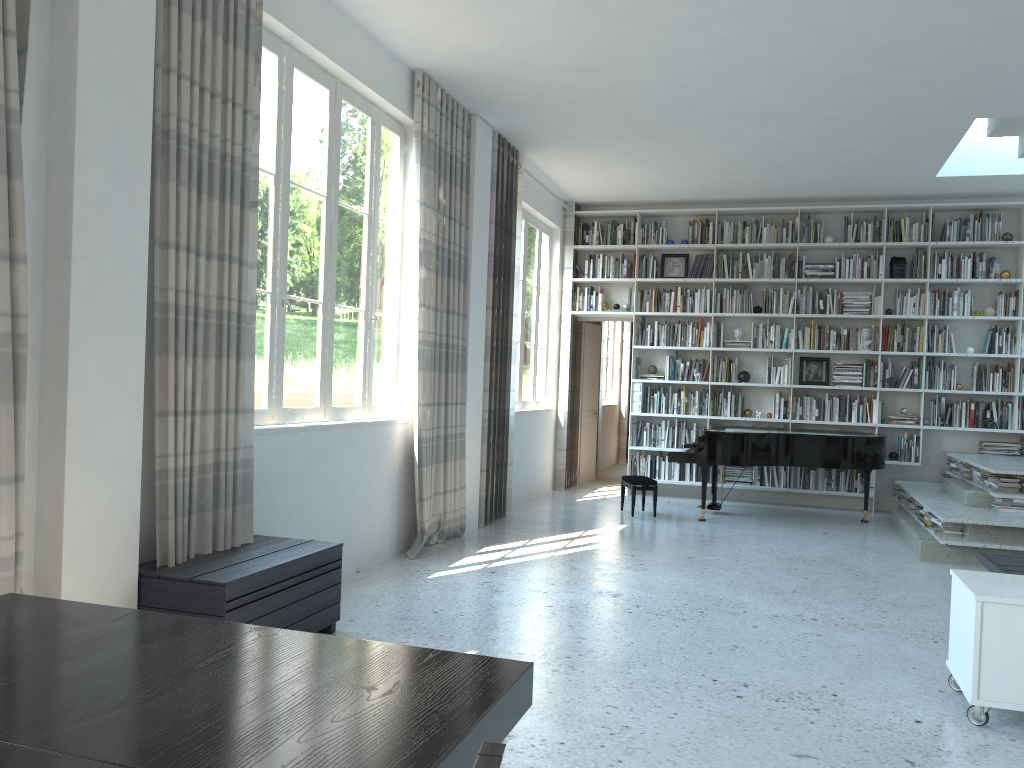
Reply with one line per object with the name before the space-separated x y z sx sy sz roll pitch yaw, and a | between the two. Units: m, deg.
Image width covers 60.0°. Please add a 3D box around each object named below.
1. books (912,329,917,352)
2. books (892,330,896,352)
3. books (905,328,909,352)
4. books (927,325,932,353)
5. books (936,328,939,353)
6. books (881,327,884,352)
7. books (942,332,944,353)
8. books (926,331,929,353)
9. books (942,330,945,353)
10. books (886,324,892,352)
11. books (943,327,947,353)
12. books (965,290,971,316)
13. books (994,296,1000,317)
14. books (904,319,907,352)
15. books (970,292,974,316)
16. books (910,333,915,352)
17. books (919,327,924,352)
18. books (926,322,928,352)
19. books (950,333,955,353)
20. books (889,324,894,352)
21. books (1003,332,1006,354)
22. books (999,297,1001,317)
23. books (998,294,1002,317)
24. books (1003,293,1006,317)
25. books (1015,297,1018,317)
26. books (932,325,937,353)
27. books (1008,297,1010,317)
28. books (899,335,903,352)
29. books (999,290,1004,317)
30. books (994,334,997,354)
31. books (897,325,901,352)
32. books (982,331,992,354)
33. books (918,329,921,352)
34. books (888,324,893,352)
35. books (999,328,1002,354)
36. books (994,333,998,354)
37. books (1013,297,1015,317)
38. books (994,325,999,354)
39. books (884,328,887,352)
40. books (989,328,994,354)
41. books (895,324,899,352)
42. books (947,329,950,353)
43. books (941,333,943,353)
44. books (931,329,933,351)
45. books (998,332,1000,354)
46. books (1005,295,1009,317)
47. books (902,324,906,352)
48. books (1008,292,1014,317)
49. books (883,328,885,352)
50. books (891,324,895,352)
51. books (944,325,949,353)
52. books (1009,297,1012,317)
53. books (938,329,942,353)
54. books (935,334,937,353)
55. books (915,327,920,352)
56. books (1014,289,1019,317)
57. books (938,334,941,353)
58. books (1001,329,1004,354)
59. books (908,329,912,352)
books | 4.112 -0.434 9.075 0.028 0.239 0.145 2 1 17
books | 3.932 -0.437 9.122 0.015 0.232 0.180 2 1 17
books | 4.042 -0.443 9.093 0.033 0.253 0.174 2 1 17
books | 4.241 -0.454 9.022 0.035 0.288 0.191 2 1 17
books | 4.313 -0.435 9.014 0.013 0.256 0.144 2 1 17
books | 3.823 -0.454 9.171 0.015 0.255 0.150 2 1 17
books | 4.355 -0.411 8.988 0.007 0.212 0.158 2 1 17
books | 4.222 -0.421 9.038 0.015 0.220 0.155 2 1 17
books | 4.371 -0.426 8.996 0.017 0.243 0.132 2 1 17
books | 3.878 -0.470 9.137 0.035 0.293 0.145 2 1 17
books | 4.379 -0.439 8.984 0.006 0.270 0.178 2 1 17
books | 4.577 -0.802 8.912 0.024 0.272 0.169 2 1 17
books | 4.844 -0.766 8.857 0.015 0.220 0.140 2 1 17
books | 4.025 -0.487 9.095 0.021 0.338 0.169 2 1 17
books | 4.620 -0.791 8.923 0.034 0.254 0.161 2 1 17
books | 4.082 -0.418 9.064 0.034 0.204 0.181 2 1 17
books | 4.174 -0.446 9.063 0.033 0.269 0.141 2 1 17
books | 4.210 -0.470 9.027 0.006 0.319 0.164 2 1 17
books | 4.438 -0.406 8.951 0.051 0.210 0.176 2 1 17
books | 3.901 -0.469 9.125 0.035 0.293 0.145 2 1 17
books | 4.878 -0.398 8.823 0.012 0.224 0.178 2 1 17
books | 4.853 -0.758 8.850 0.005 0.205 0.154 2 1 17
books | 4.861 -0.771 8.846 0.012 0.232 0.154 2 1 17
books | 4.888 -0.776 8.836 0.016 0.244 0.151 2 1 17
books | 4.987 -0.753 8.794 0.012 0.206 0.169 2 1 17
books | 4.278 -0.448 8.994 0.013 0.279 0.191 2 1 17
books | 4.930 -0.756 8.831 0.012 0.206 0.137 2 1 17
books | 3.997 -0.409 9.125 0.030 0.181 0.131 2 1 17
books | 4.870 -0.788 8.830 0.015 0.267 0.164 2 1 17
books | 4.808 -0.393 8.849 0.006 0.210 0.188 2 1 17
books | 3.974 -0.459 9.130 0.035 0.278 0.139 2 1 17
books | 4.757 -0.410 8.879 0.056 0.241 0.153 2 1 17
books | 4.156 -0.437 9.072 0.019 0.248 0.149 2 1 17
books | 3.893 -0.469 9.143 0.035 0.293 0.145 2 1 17
books | 4.852 -0.418 8.838 0.018 0.263 0.165 2 1 17
books | 4.817 -0.397 8.846 0.013 0.219 0.187 2 1 17
books | 4.962 -0.753 8.797 0.013 0.204 0.173 2 1 17
books | 4.836 -0.435 8.857 0.013 0.295 0.154 2 1 17
books | 3.856 -0.448 9.171 0.013 0.247 0.176 2 1 17
books | 4.791 -0.421 8.861 0.021 0.264 0.174 2 1 17
books | 3.949 -0.468 9.113 0.019 0.294 0.163 2 1 17
books | 4.419 -0.430 8.986 0.007 0.254 0.161 2 1 17
books | 4.347 -0.410 8.999 0.014 0.209 0.156 2 1 17
books | 4.266 -0.431 9.035 0.007 0.244 0.145 2 1 17
books | 4.844 -0.402 8.856 0.007 0.230 0.146 2 1 17
books | 4.915 -0.767 8.830 0.016 0.228 0.160 2 1 17
books | 4.007 -0.465 9.081 0.019 0.293 0.182 2 1 17
books | 4.950 -0.780 8.802 0.016 0.257 0.176 2 1 17
books | 3.838 -0.447 9.164 0.014 0.244 0.145 2 1 17
books | 3.917 -0.468 9.136 0.035 0.293 0.145 2 1 17
books | 4.396 -0.448 8.985 0.013 0.287 0.159 2 1 17
books | 4.938 -0.753 8.816 0.013 0.202 0.173 2 1 17
books | 4.338 -0.427 9.002 0.008 0.242 0.169 2 1 17
books | 4.297 -0.404 9.013 0.014 0.192 0.147 2 1 17
books | 4.134 -0.447 9.063 0.032 0.266 0.143 2 1 17
books | 4.994 -0.789 8.784 0.005 0.278 0.182 2 1 17
books | 4.317 -0.403 8.981 0.017 0.192 0.191 2 1 17
books | 4.868 -0.416 8.834 0.015 0.259 0.152 2 1 17
books | 4.057 -0.437 9.063 0.027 0.242 0.188 2 1 17
